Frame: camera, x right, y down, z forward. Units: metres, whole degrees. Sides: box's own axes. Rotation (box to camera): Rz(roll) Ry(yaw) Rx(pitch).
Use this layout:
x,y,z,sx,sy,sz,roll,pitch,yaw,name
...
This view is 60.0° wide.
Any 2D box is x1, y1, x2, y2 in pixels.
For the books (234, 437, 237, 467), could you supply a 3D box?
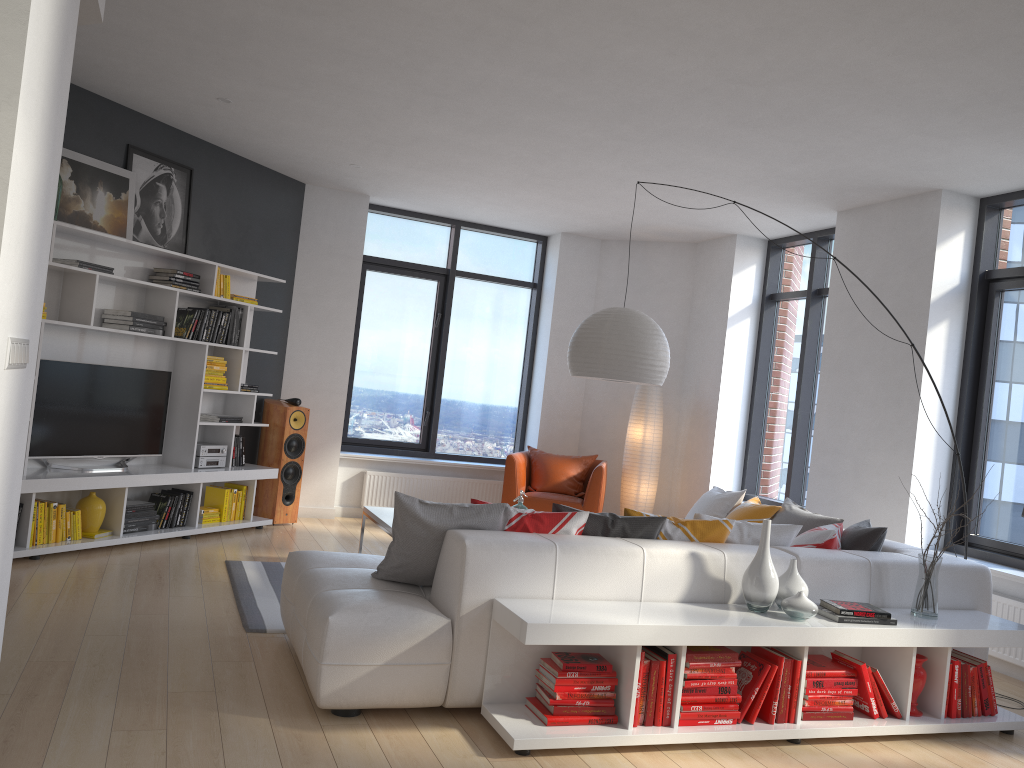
x,y,z,sx,sy,sz,roll,pitch,yaw,name
-2.281,0.536,7.118,0.170,0.236,0.049,6,-1,24,books

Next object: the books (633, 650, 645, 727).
x,y,z,sx,sy,sz,roll,pitch,yaw,name
0.453,1.187,3.544,0.036,0.294,0.208,7,-1,-21,books

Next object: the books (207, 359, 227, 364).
x,y,z,sx,sy,sz,roll,pitch,yaw,name
-2.359,-0.183,6.891,0.163,0.023,0.223,6,-1,28,books

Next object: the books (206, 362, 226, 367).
x,y,z,sx,sy,sz,roll,pitch,yaw,name
-2.368,-0.161,6.884,0.160,0.022,0.227,6,-1,40,books

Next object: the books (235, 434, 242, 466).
x,y,z,sx,sy,sz,roll,pitch,yaw,name
-2.263,0.530,7.166,0.193,0.255,0.066,6,-1,24,books

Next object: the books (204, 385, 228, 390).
x,y,z,sx,sy,sz,roll,pitch,yaw,name
-2.367,0.019,6.870,0.194,0.028,0.257,6,-1,29,books

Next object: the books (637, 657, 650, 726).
x,y,z,sx,sy,sz,roll,pitch,yaw,name
0.483,1.208,3.558,0.031,0.255,0.181,7,-1,-21,books

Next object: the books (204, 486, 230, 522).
x,y,z,sx,sy,sz,roll,pitch,yaw,name
-2.321,0.940,6.955,0.198,0.255,0.044,6,-1,24,books

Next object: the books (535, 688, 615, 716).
x,y,z,sx,sy,sz,roll,pitch,yaw,name
0.249,1.260,3.518,0.259,0.034,0.206,7,-1,-18,books

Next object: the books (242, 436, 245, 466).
x,y,z,sx,sy,sz,roll,pitch,yaw,name
-2.245,0.538,7.190,0.177,0.242,0.066,6,-1,24,books

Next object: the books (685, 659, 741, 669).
x,y,z,sx,sy,sz,roll,pitch,yaw,name
0.782,1.131,3.663,0.266,0.026,0.187,7,-1,-27,books

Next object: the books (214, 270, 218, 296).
x,y,z,sx,sy,sz,roll,pitch,yaw,name
-2.293,-0.780,6.702,0.161,0.229,0.041,6,-1,23,books

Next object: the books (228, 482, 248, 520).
x,y,z,sx,sy,sz,roll,pitch,yaw,name
-2.240,0.945,7.173,0.213,0.270,0.025,6,-1,24,books

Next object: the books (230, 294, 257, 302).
x,y,z,sx,sy,sz,roll,pitch,yaw,name
-2.196,-0.688,7.065,0.203,0.024,0.257,6,-1,27,books

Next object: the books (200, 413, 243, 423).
x,y,z,sx,sy,sz,roll,pitch,yaw,name
-2.327,0.269,7.026,0.250,0.047,0.310,6,-1,19,books

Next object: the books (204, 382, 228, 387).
x,y,z,sx,sy,sz,roll,pitch,yaw,name
-2.373,-0.008,6.871,0.203,0.024,0.257,6,-1,27,books

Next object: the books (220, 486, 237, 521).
x,y,z,sx,sy,sz,roll,pitch,yaw,name
-2.280,0.948,7.043,0.185,0.250,0.035,6,-1,24,books

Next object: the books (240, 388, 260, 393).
x,y,z,sx,sy,sz,roll,pitch,yaw,name
-2.181,0.047,7.186,0.161,0.023,0.213,6,-1,27,books

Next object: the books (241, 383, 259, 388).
x,y,z,sx,sy,sz,roll,pitch,yaw,name
-2.193,0.007,7.195,0.161,0.023,0.213,6,-1,27,books

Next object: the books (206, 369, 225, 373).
x,y,z,sx,sy,sz,roll,pitch,yaw,name
-2.376,-0.108,6.880,0.171,0.019,0.239,6,-1,24,books

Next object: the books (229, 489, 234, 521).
x,y,z,sx,sy,sz,roll,pitch,yaw,name
-2.293,0.946,7.019,0.180,0.251,0.019,6,-1,24,books

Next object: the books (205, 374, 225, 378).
x,y,z,sx,sy,sz,roll,pitch,yaw,name
-2.384,-0.071,6.878,0.189,0.014,0.251,6,-1,27,books

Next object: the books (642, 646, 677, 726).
x,y,z,sx,sy,sz,roll,pitch,yaw,name
0.585,1.203,3.593,0.049,0.291,0.214,7,-1,-21,books

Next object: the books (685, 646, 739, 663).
x,y,z,sx,sy,sz,roll,pitch,yaw,name
0.765,1.099,3.664,0.259,0.034,0.206,7,-1,-24,books

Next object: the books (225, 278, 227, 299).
x,y,z,sx,sy,sz,roll,pitch,yaw,name
-2.236,-0.737,6.808,0.108,0.161,0.046,6,-1,23,books

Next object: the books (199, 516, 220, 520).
x,y,z,sx,sy,sz,roll,pitch,yaw,name
-2.376,1.022,6.843,0.148,0.011,0.196,6,-1,24,books

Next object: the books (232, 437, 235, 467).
x,y,z,sx,sy,sz,roll,pitch,yaw,name
-2.297,0.533,7.098,0.189,0.240,0.053,6,-1,24,books

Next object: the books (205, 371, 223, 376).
x,y,z,sx,sy,sz,roll,pitch,yaw,name
-2.367,-0.087,6.861,0.145,0.023,0.217,6,-1,28,books

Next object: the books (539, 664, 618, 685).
x,y,z,sx,sy,sz,roll,pitch,yaw,name
0.261,1.153,3.518,0.269,0.028,0.179,7,-1,-20,books

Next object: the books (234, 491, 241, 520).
x,y,z,sx,sy,sz,roll,pitch,yaw,name
-2.258,0.960,7.091,0.172,0.234,0.024,6,-1,24,books

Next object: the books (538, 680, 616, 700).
x,y,z,sx,sy,sz,roll,pitch,yaw,name
0.256,1.206,3.518,0.257,0.025,0.182,7,-1,-21,books

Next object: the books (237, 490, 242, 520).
x,y,z,sx,sy,sz,roll,pitch,yaw,name
-2.251,0.961,7.116,0.172,0.234,0.024,6,-1,24,books

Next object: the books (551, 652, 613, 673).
x,y,z,sx,sy,sz,roll,pitch,yaw,name
0.274,1.102,3.515,0.206,0.029,0.152,7,-1,-15,books

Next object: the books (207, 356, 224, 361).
x,y,z,sx,sy,sz,roll,pitch,yaw,name
-2.381,-0.209,6.891,0.163,0.023,0.223,6,-1,28,books

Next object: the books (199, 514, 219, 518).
x,y,z,sx,sy,sz,roll,pitch,yaw,name
-2.358,1.010,6.830,0.113,0.018,0.169,6,-1,25,books

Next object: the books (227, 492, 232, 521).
x,y,z,sx,sy,sz,roll,pitch,yaw,name
-2.286,0.959,6.992,0.156,0.229,0.024,6,-1,24,books

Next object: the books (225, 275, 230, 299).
x,y,z,sx,sy,sz,roll,pitch,yaw,name
-2.238,-0.749,6.836,0.141,0.184,0.064,6,-1,25,books

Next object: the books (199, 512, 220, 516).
x,y,z,sx,sy,sz,roll,pitch,yaw,name
-2.368,0.993,6.843,0.134,0.014,0.187,6,-1,24,books

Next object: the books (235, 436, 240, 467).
x,y,z,sx,sy,sz,roll,pitch,yaw,name
-2.265,0.534,7.135,0.169,0.242,0.050,6,-1,23,books

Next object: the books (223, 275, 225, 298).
x,y,z,sx,sy,sz,roll,pitch,yaw,name
-2.253,-0.748,6.796,0.128,0.178,0.044,6,-1,24,books

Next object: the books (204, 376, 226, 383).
x,y,z,sx,sy,sz,roll,pitch,yaw,name
-2.373,-0.041,6.874,0.189,0.042,0.243,6,-1,24,books

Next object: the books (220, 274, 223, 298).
x,y,z,sx,sy,sz,roll,pitch,yaw,name
-2.267,-0.751,6.780,0.132,0.180,0.054,6,-1,24,books

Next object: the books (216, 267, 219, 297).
x,y,z,sx,sy,sz,roll,pitch,yaw,name
-2.301,-0.778,6.730,0.163,0.224,0.041,6,-1,22,books

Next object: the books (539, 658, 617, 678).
x,y,z,sx,sy,sz,roll,pitch,yaw,name
0.261,1.127,3.521,0.254,0.025,0.178,7,-1,-22,books

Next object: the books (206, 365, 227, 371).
x,y,z,sx,sy,sz,roll,pitch,yaw,name
-2.367,-0.132,6.889,0.176,0.033,0.239,6,-1,27,books

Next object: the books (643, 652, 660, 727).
x,y,z,sx,sy,sz,roll,pitch,yaw,name
0.514,1.211,3.571,0.034,0.259,0.207,7,-1,-21,books

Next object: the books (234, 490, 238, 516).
x,y,z,sx,sy,sz,roll,pitch,yaw,name
-2.271,0.955,7.070,0.169,0.239,0.023,6,-1,24,books

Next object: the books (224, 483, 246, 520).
x,y,z,sx,sy,sz,roll,pitch,yaw,name
-2.243,0.944,7.145,0.204,0.270,0.029,6,-1,24,books

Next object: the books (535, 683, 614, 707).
x,y,z,sx,sy,sz,roll,pitch,yaw,name
0.246,1.230,3.507,0.266,0.026,0.187,7,-1,-15,books

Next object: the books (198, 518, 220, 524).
x,y,z,sx,sy,sz,roll,pitch,yaw,name
-2.375,1.045,6.840,0.147,0.033,0.190,6,-1,24,books

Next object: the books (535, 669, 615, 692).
x,y,z,sx,sy,sz,roll,pitch,yaw,name
0.249,1.180,3.532,0.261,0.028,0.191,7,-1,-21,books

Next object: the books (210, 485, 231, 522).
x,y,z,sx,sy,sz,roll,pitch,yaw,name
-2.311,0.939,6.984,0.199,0.263,0.015,6,-1,24,books

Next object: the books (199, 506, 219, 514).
x,y,z,sx,sy,sz,roll,pitch,yaw,name
-2.379,0.972,6.845,0.138,0.026,0.186,6,-1,24,books

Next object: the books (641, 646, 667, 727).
x,y,z,sx,sy,sz,roll,pitch,yaw,name
0.553,1.215,3.576,0.042,0.259,0.195,7,-1,-21,books

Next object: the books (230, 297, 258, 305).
x,y,z,sx,sy,sz,roll,pitch,yaw,name
-2.190,-0.662,7.064,0.194,0.028,0.257,6,-1,29,books

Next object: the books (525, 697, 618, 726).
x,y,z,sx,sy,sz,roll,pitch,yaw,name
0.233,1.292,3.504,0.301,0.032,0.227,7,-1,-21,books

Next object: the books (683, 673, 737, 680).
x,y,z,sx,sy,sz,roll,pitch,yaw,name
0.776,1.179,3.660,0.236,0.023,0.178,7,-1,-21,books

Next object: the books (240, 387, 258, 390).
x,y,z,sx,sy,sz,roll,pitch,yaw,name
-2.182,0.028,7.187,0.142,0.015,0.198,6,-1,22,books
